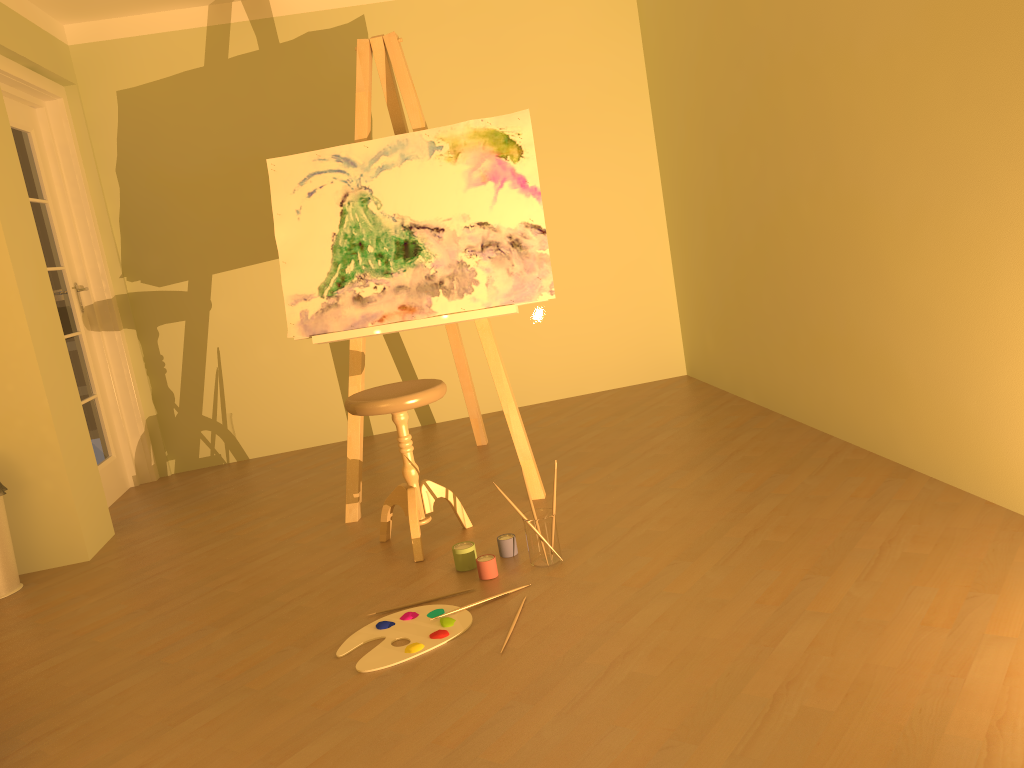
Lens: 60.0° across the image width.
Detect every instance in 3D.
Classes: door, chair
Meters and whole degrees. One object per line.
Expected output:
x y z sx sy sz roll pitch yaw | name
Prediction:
-2.151 -0.353 4.187 0.098 2.033 0.884 -11 10 -6 | door
-0.354 0.288 3.053 0.348 0.551 0.364 -9 10 5 | chair

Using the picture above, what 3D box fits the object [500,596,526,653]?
0.005 0.630 2.345 0.010 0.010 0.325 -7 10 13 | object

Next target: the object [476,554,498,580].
-0.075 0.557 2.693 0.060 0.060 0.060 -14 11 -24 | object

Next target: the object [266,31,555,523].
-0.466 -0.423 3.612 0.972 1.896 1.132 -14 11 -24 | object

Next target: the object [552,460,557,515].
0.127 0.386 2.702 0.069 0.319 0.010 -6 10 20 | object

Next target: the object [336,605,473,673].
-0.290 0.669 2.395 0.366 0.014 0.288 -16 12 -34 | object

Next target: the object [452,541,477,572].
-0.147 0.543 2.794 0.073 0.073 0.073 -10 10 -2 | object

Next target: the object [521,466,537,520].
0.069 0.404 2.746 0.010 0.286 0.159 -12 10 -11 | object

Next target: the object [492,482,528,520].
0.048 0.419 2.703 0.172 0.278 0.010 -9 10 6 | object

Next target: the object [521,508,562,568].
0.094 0.473 2.720 0.106 0.157 0.106 -16 12 -34 | object

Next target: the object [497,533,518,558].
-0.015 0.519 2.848 0.060 0.060 0.060 -14 11 -21 | object

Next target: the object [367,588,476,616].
-0.262 0.634 2.582 0.325 0.010 0.010 -12 10 -11 | object

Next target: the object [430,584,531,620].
-0.085 0.615 2.505 0.325 0.015 0.010 -15 11 -28 | object

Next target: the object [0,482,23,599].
-1.986 0.529 3.298 0.248 0.535 0.255 -4 11 28 | object
